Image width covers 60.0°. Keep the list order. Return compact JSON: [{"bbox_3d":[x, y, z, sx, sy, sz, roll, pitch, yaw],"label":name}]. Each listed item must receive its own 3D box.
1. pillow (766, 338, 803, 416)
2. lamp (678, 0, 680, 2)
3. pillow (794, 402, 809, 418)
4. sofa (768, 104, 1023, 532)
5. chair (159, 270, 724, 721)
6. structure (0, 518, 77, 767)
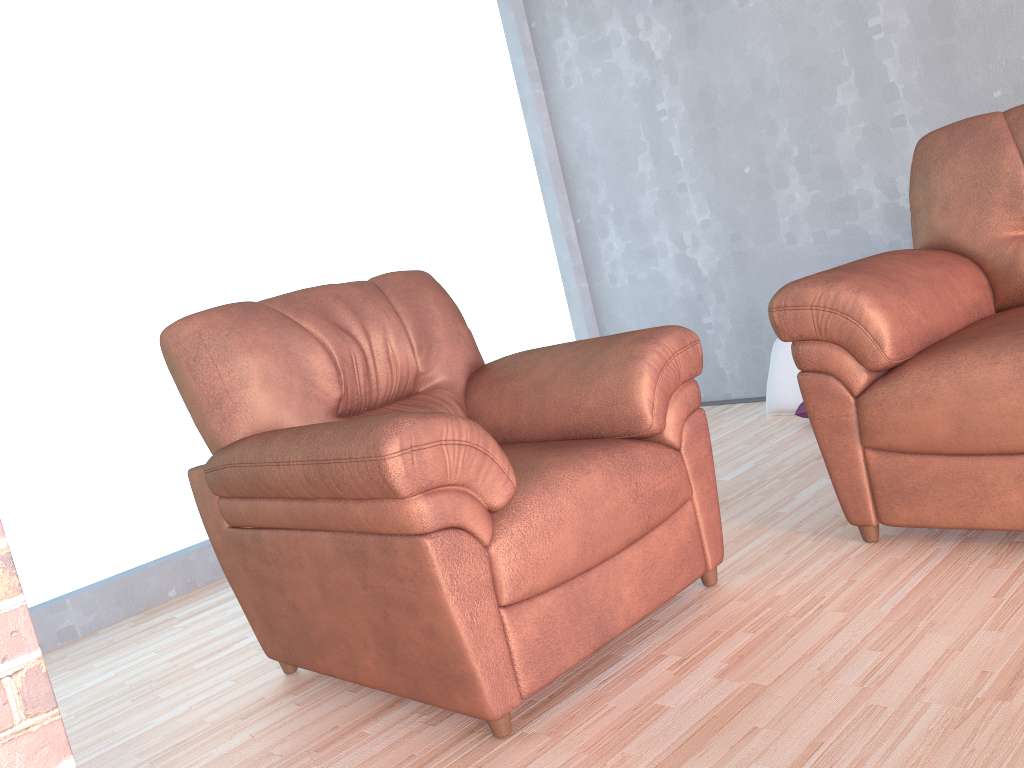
[{"bbox_3d":[1.239,-0.039,3.786,0.241,0.326,0.327,-18,7,-38],"label":"pillow"},{"bbox_3d":[0.737,-1.852,3.892,0.168,0.319,0.165,-19,8,-42],"label":"lamp"},{"bbox_3d":[1.350,0.051,3.473,0.365,0.130,0.392,-16,6,-22],"label":"pillow"},{"bbox_3d":[1.696,-0.292,1.668,0.981,0.923,2.202,-19,8,-42],"label":"sofa"},{"bbox_3d":[-0.160,0.132,2.118,0.970,0.879,0.936,-19,8,-43],"label":"chair"},{"bbox_3d":[-1.025,0.372,1.367,0.211,1.057,1.422,-19,8,-42],"label":"structure"}]
